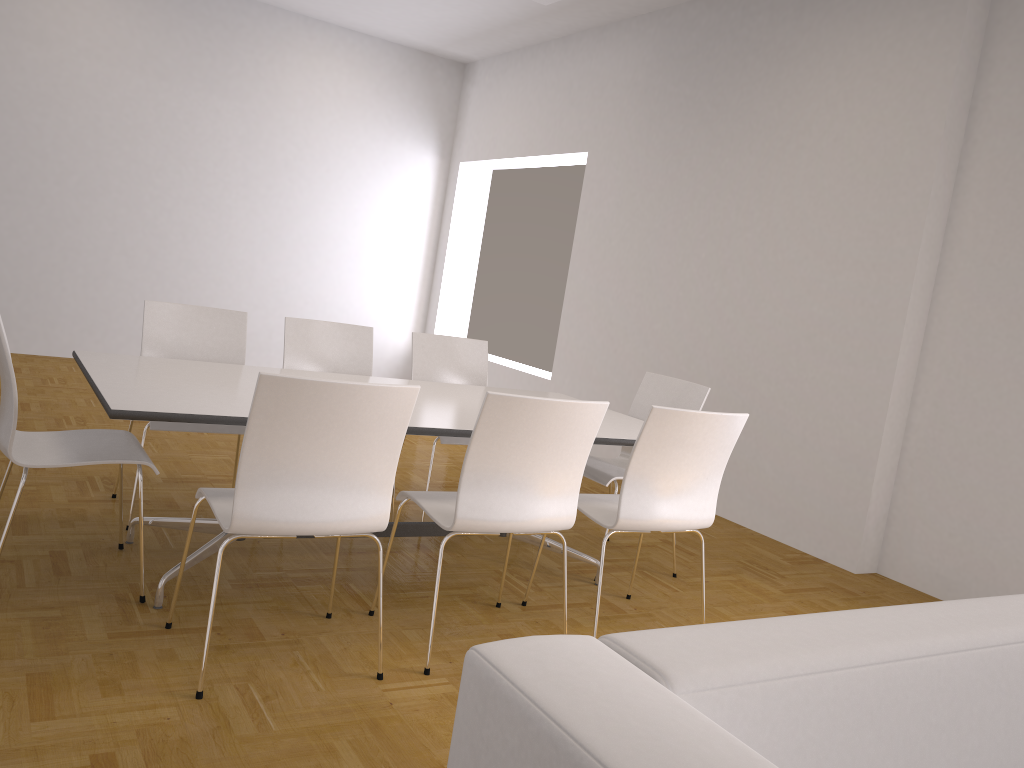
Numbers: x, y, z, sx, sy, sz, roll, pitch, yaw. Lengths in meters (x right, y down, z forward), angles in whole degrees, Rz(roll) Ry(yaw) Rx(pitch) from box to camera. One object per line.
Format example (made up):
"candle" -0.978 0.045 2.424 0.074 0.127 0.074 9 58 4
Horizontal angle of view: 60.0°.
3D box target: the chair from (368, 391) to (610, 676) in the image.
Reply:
"chair" -0.070 0.456 3.087 0.560 0.929 0.577 6 6 -32

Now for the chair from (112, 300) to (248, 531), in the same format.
"chair" -1.444 0.130 4.045 0.560 0.929 0.577 6 6 -32

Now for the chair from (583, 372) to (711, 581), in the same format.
"chair" 0.551 0.415 4.358 0.575 0.929 0.562 6 6 -32

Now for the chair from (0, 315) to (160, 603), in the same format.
"chair" -1.553 0.215 3.052 0.575 0.929 0.562 6 6 -32

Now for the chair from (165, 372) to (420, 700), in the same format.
"chair" -0.664 0.401 2.719 0.560 0.929 0.577 6 6 -32

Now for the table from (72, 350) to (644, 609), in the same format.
"table" -0.508 0.415 3.740 2.408 0.721 1.214 5 7 -32

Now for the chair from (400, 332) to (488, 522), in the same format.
"chair" -0.291 0.236 4.759 0.560 0.929 0.577 6 6 -32

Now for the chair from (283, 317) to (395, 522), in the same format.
"chair" -0.885 0.181 4.392 0.560 0.929 0.577 6 6 -32

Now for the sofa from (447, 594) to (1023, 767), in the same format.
"sofa" 1.193 0.873 1.391 2.620 0.847 0.825 5 7 -32

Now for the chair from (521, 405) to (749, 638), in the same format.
"chair" 0.489 0.507 3.434 0.560 0.929 0.577 6 6 -32
